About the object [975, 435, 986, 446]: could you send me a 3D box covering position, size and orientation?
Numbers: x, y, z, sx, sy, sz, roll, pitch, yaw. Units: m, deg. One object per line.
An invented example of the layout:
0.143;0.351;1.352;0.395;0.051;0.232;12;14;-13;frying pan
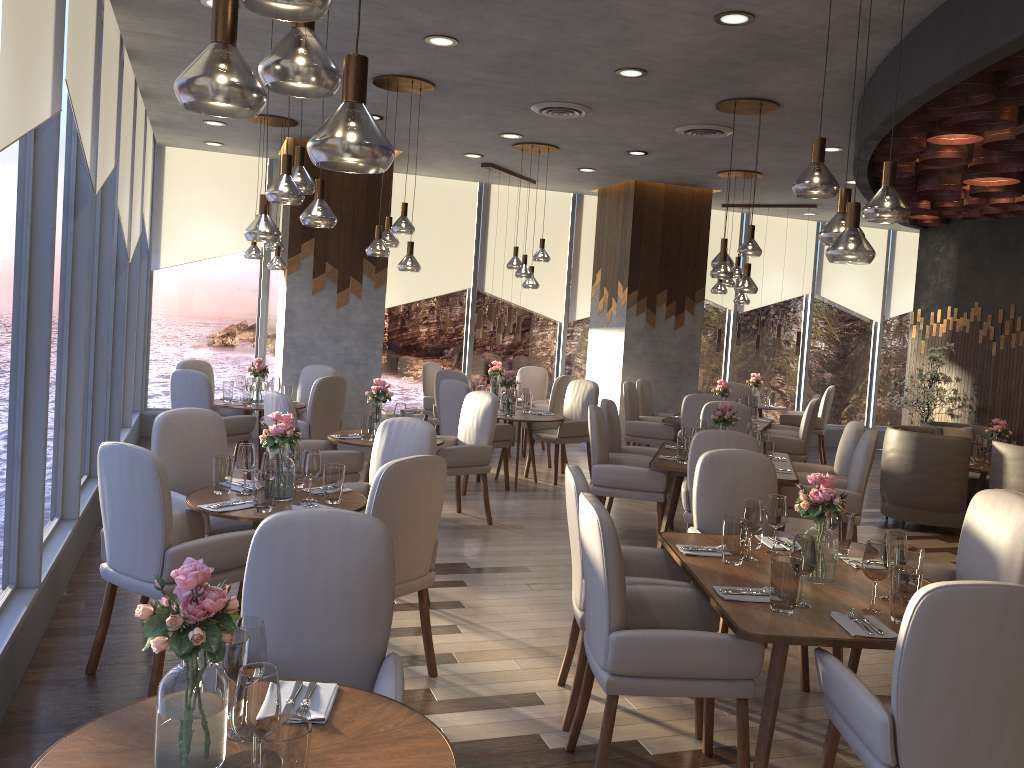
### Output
4.156;0.580;7.864;0.092;0.244;0.092;1;4;-42;object

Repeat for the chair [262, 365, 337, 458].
-2.017;0.321;8.452;0.529;0.999;0.600;5;3;25;chair

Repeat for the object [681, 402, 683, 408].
1.741;0.273;8.900;0.102;0.178;0.102;5;3;29;object

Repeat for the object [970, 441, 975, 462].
4.089;0.602;7.953;0.102;0.178;0.102;4;3;6;object

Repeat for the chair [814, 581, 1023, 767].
1.211;0.983;2.564;0.528;0.999;0.601;4;3;0;chair

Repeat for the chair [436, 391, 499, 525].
-0.458;0.552;6.760;0.599;0.999;0.529;1;4;-38;chair

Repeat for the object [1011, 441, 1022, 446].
4.314;0.611;7.595;0.092;0.244;0.092;5;3;21;object

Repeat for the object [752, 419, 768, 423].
2.544;0.376;9.275;0.255;0.019;0.157;6;5;24;object

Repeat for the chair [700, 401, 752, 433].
1.722;0.658;7.217;0.528;0.999;0.600;4;3;12;chair

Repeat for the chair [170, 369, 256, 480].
-2.527;0.369;7.409;0.529;0.999;0.600;5;3;24;chair

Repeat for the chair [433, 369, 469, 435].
-0.535;0.337;9.490;0.529;0.999;0.600;5;3;31;chair

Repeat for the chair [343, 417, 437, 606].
-0.745;0.692;4.703;0.529;0.999;0.600;6;4;34;chair

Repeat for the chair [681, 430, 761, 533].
1.334;0.758;5.594;0.528;0.999;0.600;5;3;17;chair

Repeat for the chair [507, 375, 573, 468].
0.322;0.372;9.766;0.600;0.999;0.528;5;3;27;chair

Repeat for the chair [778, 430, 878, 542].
2.099;0.780;5.957;0.600;0.999;0.529;5;3;17;chair

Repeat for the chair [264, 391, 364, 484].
-1.387;0.546;6.065;0.599;0.999;0.529;1;4;-39;chair

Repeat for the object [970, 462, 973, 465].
3.958;0.688;7.763;0.255;0.019;0.158;4;4;2;object

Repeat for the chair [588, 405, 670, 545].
0.810;0.670;6.297;0.600;0.999;0.529;4;3;12;chair

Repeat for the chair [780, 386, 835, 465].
3.659;0.492;11.017;0.600;0.999;0.528;5;3;24;chair

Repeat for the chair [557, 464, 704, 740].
0.488;0.853;3.649;0.600;0.999;0.529;4;3;0;chair

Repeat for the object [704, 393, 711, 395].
2.080;0.220;9.449;0.092;0.244;0.092;1;4;-42;object

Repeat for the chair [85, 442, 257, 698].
-1.411;0.722;3.751;0.529;0.999;0.600;6;4;33;chair

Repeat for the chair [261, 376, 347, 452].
-1.776;0.401;7.621;0.600;0.999;0.528;5;3;28;chair

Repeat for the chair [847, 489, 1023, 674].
1.800;0.934;3.701;0.599;0.999;0.529;3;3;-7;chair

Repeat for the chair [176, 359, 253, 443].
-2.784;0.292;8.191;0.600;0.999;0.528;5;3;28;chair

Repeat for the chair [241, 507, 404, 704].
-0.554;0.886;2.343;0.528;0.999;0.601;3;3;-5;chair

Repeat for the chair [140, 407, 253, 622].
-1.542;0.651;4.564;0.600;0.999;0.528;6;4;37;chair

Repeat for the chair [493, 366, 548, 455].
0.113;0.294;10.607;0.529;0.999;0.600;5;3;28;chair

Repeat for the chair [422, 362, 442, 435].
-0.742;0.261;10.304;0.600;0.999;0.528;5;3;24;chair

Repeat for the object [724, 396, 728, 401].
2.267;0.228;9.505;0.092;0.244;0.092;4;3;1;object

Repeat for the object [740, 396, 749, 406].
2.465;0.248;9.411;0.092;0.244;0.092;3;3;-23;object

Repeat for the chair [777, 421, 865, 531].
2.226;0.745;6.512;0.600;0.999;0.529;4;3;10;chair

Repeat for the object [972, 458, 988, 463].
4.242;0.688;8.007;0.157;0.019;0.255;4;4;0;object

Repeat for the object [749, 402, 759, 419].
2.570;0.285;9.436;0.102;0.178;0.102;1;4;-39;object

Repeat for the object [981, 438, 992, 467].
4.098;0.593;7.659;0.092;0.244;0.092;6;4;44;object

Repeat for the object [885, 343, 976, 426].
4.182;0.371;8.980;0.746;1.614;0.790;3;3;-13;object

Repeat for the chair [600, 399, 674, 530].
0.957;0.638;6.844;0.600;0.999;0.529;5;3;17;chair

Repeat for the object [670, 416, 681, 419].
1.753;0.341;9.070;0.255;0.019;0.157;6;5;23;object

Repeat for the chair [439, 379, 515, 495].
-0.357;0.457;8.087;0.599;0.999;0.529;1;4;-43;chair

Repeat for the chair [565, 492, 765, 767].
0.506;0.898;3.084;0.599;0.999;0.529;3;3;-5;chair

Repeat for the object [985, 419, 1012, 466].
4.247;0.510;7.738;0.198;0.415;0.210;1;4;-42;object

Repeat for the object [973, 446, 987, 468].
4.006;0.624;7.599;0.102;0.178;0.102;5;3;28;object

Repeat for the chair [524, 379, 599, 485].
0.517;0.455;8.852;0.599;0.999;0.529;1;4;-42;chair

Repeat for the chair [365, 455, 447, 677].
-0.635;0.765;3.844;0.600;0.999;0.528;6;4;37;chair

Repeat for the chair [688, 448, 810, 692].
1.121;0.849;4.231;0.528;0.999;0.601;3;3;-5;chair

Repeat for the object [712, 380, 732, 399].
2.173;0.165;9.177;0.198;0.415;0.210;1;4;-42;object
